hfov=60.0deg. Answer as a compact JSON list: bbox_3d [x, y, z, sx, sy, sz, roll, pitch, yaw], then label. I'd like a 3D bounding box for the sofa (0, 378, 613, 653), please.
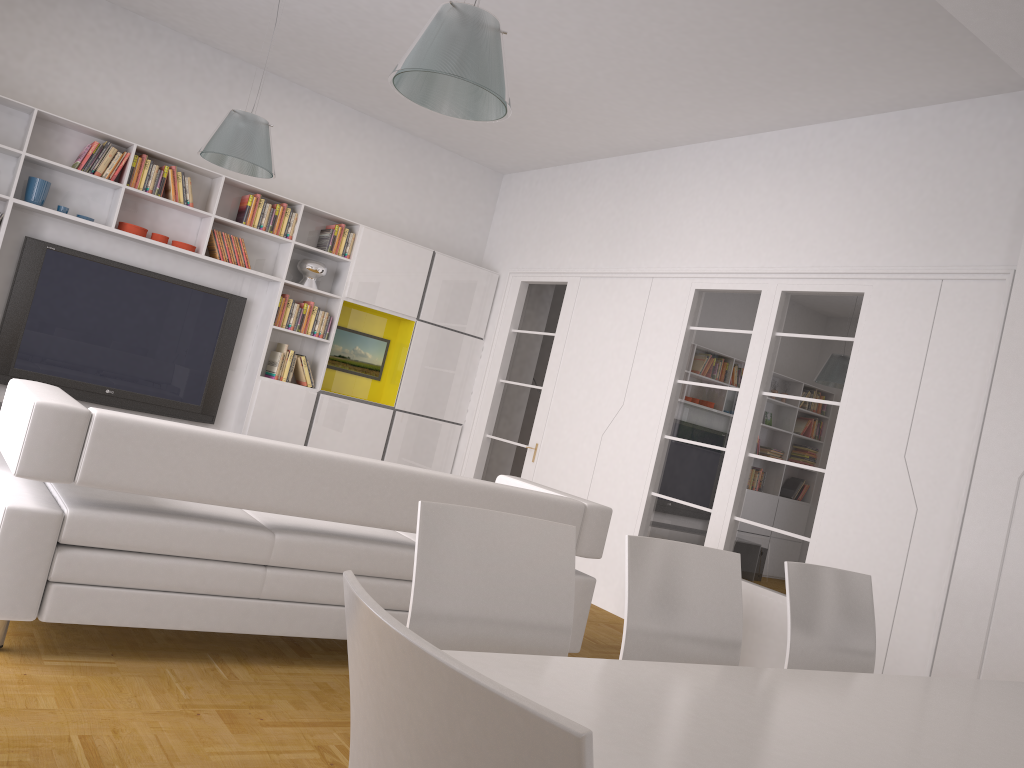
[{"bbox_3d":[-0.855,0.696,3.954,2.615,0.850,0.823,15,-3,-35],"label":"sofa"}]

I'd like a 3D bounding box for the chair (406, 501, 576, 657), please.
[{"bbox_3d":[0.001,0.795,1.944,0.559,0.932,0.576,16,-4,-35],"label":"chair"}]

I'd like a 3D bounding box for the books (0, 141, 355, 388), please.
[{"bbox_3d":[-3.081,-1.084,6.581,3.852,1.457,0.236,15,-4,-35],"label":"books"}]

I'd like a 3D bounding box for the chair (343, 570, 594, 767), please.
[{"bbox_3d":[0.010,0.759,1.017,0.574,0.932,0.562,16,-4,-35],"label":"chair"}]

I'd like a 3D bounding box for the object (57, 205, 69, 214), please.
[{"bbox_3d":[-3.261,-1.257,6.433,0.078,0.056,0.078,14,-3,-10],"label":"object"}]

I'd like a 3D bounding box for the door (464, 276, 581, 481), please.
[{"bbox_3d":[0.020,0.247,7.774,0.139,2.457,1.010,16,-4,-35],"label":"door"}]

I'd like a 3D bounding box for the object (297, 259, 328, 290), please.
[{"bbox_3d":[-1.713,-0.925,7.542,0.256,0.239,0.257,15,-3,-27],"label":"object"}]

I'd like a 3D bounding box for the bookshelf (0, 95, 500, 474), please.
[{"bbox_3d":[-2.630,-0.442,7.000,5.350,2.483,0.390,15,-4,-35],"label":"bookshelf"}]

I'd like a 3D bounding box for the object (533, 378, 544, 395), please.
[{"bbox_3d":[0.445,0.632,8.659,0.884,2.007,0.589,14,-3,-14],"label":"object"}]

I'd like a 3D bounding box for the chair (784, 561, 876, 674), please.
[{"bbox_3d":[1.079,1.089,2.716,0.559,0.932,0.576,16,-4,-35],"label":"chair"}]

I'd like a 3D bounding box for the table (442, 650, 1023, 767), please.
[{"bbox_3d":[0.963,1.122,1.689,2.404,0.723,1.213,15,-3,-35],"label":"table"}]

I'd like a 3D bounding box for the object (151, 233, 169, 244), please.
[{"bbox_3d":[-2.719,-1.112,6.836,0.128,0.073,0.129,16,-3,-38],"label":"object"}]

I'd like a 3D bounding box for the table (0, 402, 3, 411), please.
[{"bbox_3d":[-2.921,0.518,6.421,1.968,0.435,0.438,15,-3,-35],"label":"table"}]

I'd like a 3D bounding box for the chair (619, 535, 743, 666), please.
[{"bbox_3d":[0.524,0.937,2.318,0.559,0.932,0.576,16,-4,-35],"label":"chair"}]

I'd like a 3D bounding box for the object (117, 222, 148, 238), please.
[{"bbox_3d":[-2.878,-1.162,6.721,0.211,0.073,0.210,12,-3,30],"label":"object"}]

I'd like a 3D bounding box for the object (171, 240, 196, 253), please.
[{"bbox_3d":[-2.566,-1.067,6.923,0.182,0.054,0.183,16,-3,-38],"label":"object"}]

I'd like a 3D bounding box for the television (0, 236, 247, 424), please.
[{"bbox_3d":[-2.989,-0.362,6.842,1.655,1.089,0.082,15,-4,-35],"label":"television"}]

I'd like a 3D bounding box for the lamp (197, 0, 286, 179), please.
[{"bbox_3d":[-1.513,-1.924,5.389,0.463,1.251,0.465,16,-4,-35],"label":"lamp"}]

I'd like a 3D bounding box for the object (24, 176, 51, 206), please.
[{"bbox_3d":[-3.395,-1.364,6.330,0.147,0.193,0.146,11,-4,44],"label":"object"}]

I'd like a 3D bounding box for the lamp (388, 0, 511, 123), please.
[{"bbox_3d":[-0.080,-1.661,3.299,0.463,1.251,0.465,16,-4,-35],"label":"lamp"}]

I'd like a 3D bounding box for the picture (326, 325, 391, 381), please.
[{"bbox_3d":[-1.407,-0.280,7.983,0.607,0.388,0.007,15,-4,-35],"label":"picture"}]

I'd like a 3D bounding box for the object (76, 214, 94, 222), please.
[{"bbox_3d":[-3.140,-1.212,6.521,0.124,0.032,0.123,12,-3,41],"label":"object"}]
